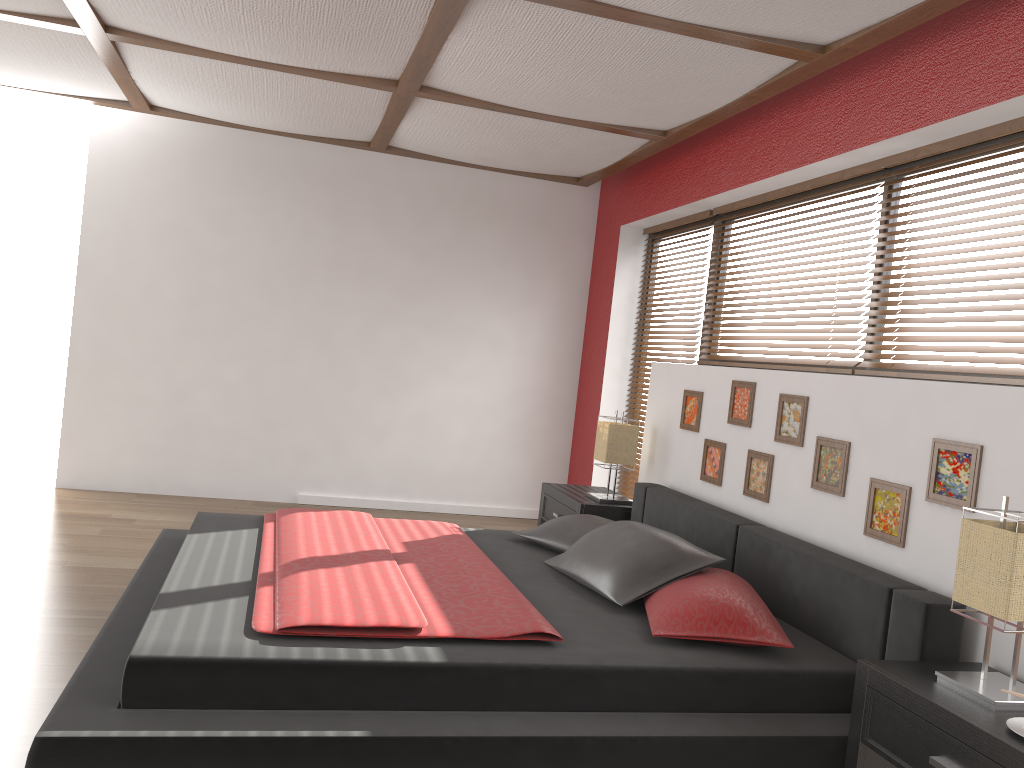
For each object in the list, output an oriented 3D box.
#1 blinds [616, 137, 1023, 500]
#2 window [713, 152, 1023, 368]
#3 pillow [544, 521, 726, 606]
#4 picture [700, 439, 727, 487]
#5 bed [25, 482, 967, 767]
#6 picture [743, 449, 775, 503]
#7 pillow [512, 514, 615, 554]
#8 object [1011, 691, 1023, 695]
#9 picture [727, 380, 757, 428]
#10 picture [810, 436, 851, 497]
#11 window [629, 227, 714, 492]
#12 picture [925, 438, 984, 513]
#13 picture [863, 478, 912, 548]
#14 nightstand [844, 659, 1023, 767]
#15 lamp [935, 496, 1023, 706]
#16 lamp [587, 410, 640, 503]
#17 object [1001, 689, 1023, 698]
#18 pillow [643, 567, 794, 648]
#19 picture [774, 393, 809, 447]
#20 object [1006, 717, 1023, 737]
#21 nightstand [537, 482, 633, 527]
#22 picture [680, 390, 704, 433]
[{"bbox_3d":[1.405,0.109,3.657,0.032,1.952,4.840,6,1,-15],"label":"blinds"},{"bbox_3d":[1.535,-0.458,3.657,0.020,0.786,2.817,6,1,-15],"label":"window"},{"bbox_3d":[0.435,0.652,3.369,0.386,0.241,0.744,6,2,-19],"label":"pillow"},{"bbox_3d":[0.945,0.367,4.170,0.010,0.200,0.200,6,1,-15],"label":"picture"},{"bbox_3d":[-0.187,0.724,3.413,2.413,0.577,2.469,6,1,-15],"label":"bed"},{"bbox_3d":[1.048,0.390,3.773,0.010,0.200,0.200,6,1,-15],"label":"picture"},{"bbox_3d":[0.383,0.686,3.887,0.418,0.172,0.745,5,2,-40],"label":"pillow"},{"bbox_3d":[1.196,0.702,1.934,0.192,0.007,0.007,8,2,40],"label":"object"},{"bbox_3d":[1.027,0.087,3.970,0.010,0.200,0.200,6,1,-15],"label":"picture"},{"bbox_3d":[1.183,0.304,3.297,0.010,0.200,0.200,6,1,-15],"label":"picture"},{"bbox_3d":[0.986,-0.021,5.558,0.020,1.893,0.889,6,1,-15],"label":"window"},{"bbox_3d":[1.344,0.275,2.701,0.010,0.200,0.200,6,1,-15],"label":"picture"},{"bbox_3d":[1.256,0.428,2.972,0.010,0.200,0.200,6,1,-15],"label":"picture"},{"bbox_3d":[1.176,0.986,2.093,0.413,0.423,0.700,6,1,-15],"label":"nightstand"},{"bbox_3d":[1.236,0.525,2.207,0.200,0.480,0.200,6,1,-15],"label":"lamp"},{"bbox_3d":[0.559,0.384,4.815,0.200,0.480,0.200,6,1,-15],"label":"lamp"},{"bbox_3d":[1.173,0.699,1.936,0.192,0.007,0.007,8,2,45],"label":"object"},{"bbox_3d":[0.664,0.739,3.020,0.418,0.172,0.745,6,1,4],"label":"pillow"},{"bbox_3d":[1.126,0.143,3.577,0.010,0.200,0.200,6,1,-15],"label":"picture"},{"bbox_3d":[1.182,0.771,1.939,0.179,0.012,0.179,7,1,10],"label":"object"},{"bbox_3d":[0.429,0.831,4.970,0.413,0.423,0.700,6,1,-15],"label":"nightstand"},{"bbox_3d":[0.898,0.133,4.440,0.010,0.200,0.200,6,1,-15],"label":"picture"}]
